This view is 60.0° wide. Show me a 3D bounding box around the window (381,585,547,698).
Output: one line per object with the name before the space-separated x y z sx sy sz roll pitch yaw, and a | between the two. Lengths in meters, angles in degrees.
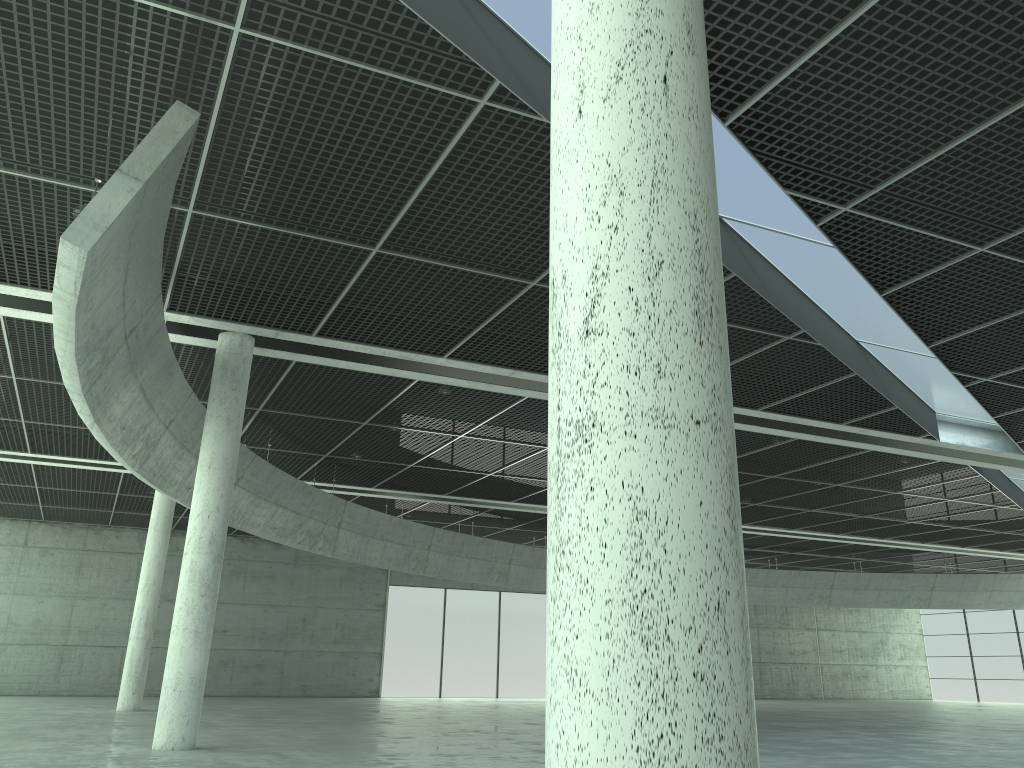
window | 3.771 27.906 85.194 33.472 10.662 0.159 10 -22 -23

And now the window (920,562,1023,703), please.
window | 24.872 10.406 43.539 100.617 16.081 99.729 10 -22 -23
